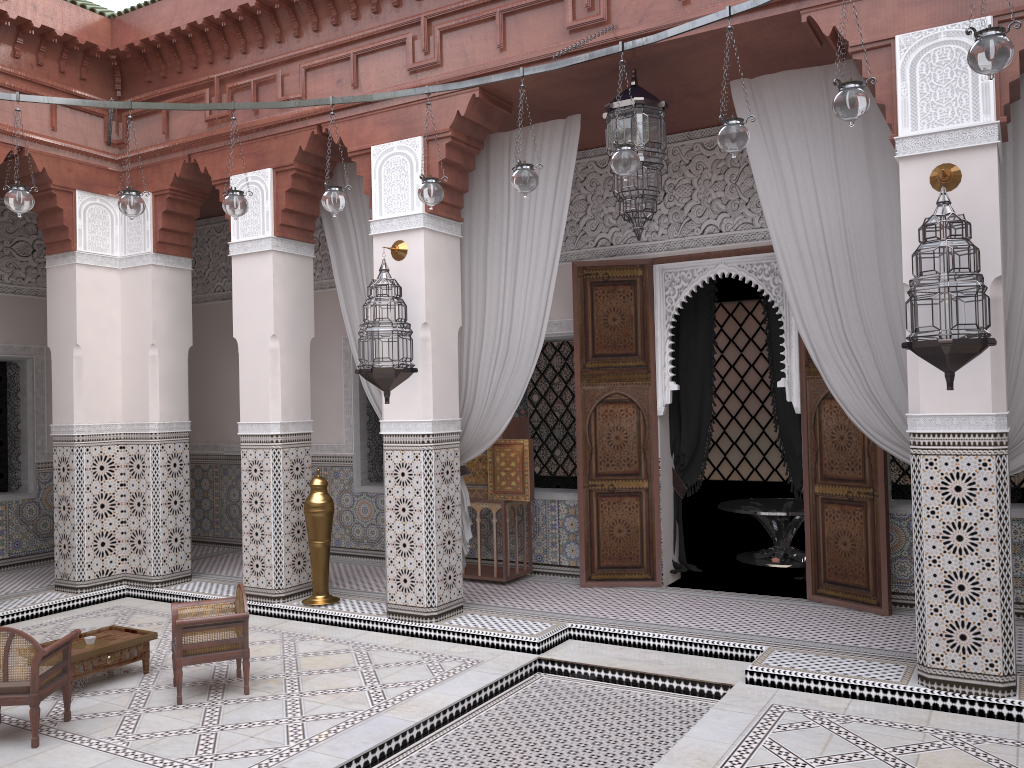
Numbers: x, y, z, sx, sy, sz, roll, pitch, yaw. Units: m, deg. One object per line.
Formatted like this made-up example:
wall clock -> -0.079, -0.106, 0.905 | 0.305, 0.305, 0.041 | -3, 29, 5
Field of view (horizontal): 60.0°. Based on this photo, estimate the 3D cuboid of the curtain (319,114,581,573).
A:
curtain -> -0.281, -0.088, 3.559 | 1.304, 1.761, 0.048 | -2, -1, 30

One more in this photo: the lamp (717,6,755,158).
lamp -> 0.543, -0.737, 2.172 | 0.091, 0.371, 0.090 | -1, -1, 5

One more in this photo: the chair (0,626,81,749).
chair -> -1.324, 0.780, 2.362 | 0.263, 0.313, 0.208 | -1, -1, -4

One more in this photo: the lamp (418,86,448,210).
lamp -> -0.242, -0.708, 2.669 | 0.091, 0.371, 0.090 | -1, -1, -15

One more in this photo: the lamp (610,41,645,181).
lamp -> 0.304, -0.727, 2.373 | 0.091, 0.371, 0.090 | -1, -1, -5

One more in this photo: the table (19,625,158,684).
table -> -1.339, 0.875, 2.816 | 0.229, 0.142, 0.330 | -2, -1, 30

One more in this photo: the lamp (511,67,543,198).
lamp -> 0.037, -0.717, 2.541 | 0.091, 0.371, 0.090 | -1, -1, -25

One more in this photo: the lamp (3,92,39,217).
lamp -> -1.467, -0.679, 2.640 | 0.090, 0.371, 0.091 | -2, -1, 25

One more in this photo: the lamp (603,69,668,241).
lamp -> 0.414, -0.762, 2.951 | 0.221, 0.571, 0.220 | -2, -1, 30

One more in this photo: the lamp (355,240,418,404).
lamp -> -0.460, -0.236, 3.223 | 0.216, 0.618, 0.217 | -2, -1, 30

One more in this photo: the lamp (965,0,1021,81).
lamp -> 0.904, -0.755, 1.670 | 0.091, 0.371, 0.090 | -2, -1, 30

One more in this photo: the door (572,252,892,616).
door -> 0.908, 0.121, 3.680 | 1.244, 1.461, 0.419 | -2, -1, 30

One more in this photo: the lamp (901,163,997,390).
lamp -> 1.125, -0.292, 2.298 | 0.216, 0.618, 0.217 | -2, -1, 30

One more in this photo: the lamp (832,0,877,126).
lamp -> 0.742, -0.746, 1.937 | 0.091, 0.371, 0.090 | -2, -1, 15

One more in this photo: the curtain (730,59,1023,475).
curtain -> 1.315, -0.145, 2.605 | 1.304, 1.761, 0.048 | -2, -1, 30

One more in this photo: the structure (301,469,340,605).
structure -> -0.786, 0.617, 3.625 | 0.156, 0.539, 0.156 | -1, -1, 2

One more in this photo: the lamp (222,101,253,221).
lamp -> -0.862, -0.691, 2.765 | 0.091, 0.371, 0.090 | 0, -2, -45

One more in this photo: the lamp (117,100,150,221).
lamp -> -1.172, -0.685, 2.732 | 0.090, 0.371, 0.091 | -2, -1, 35

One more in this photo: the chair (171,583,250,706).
chair -> -0.921, 0.777, 2.701 | 0.208, 0.313, 0.263 | -1, -1, -24

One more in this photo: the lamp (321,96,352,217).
lamp -> -0.547, -0.699, 2.741 | 0.091, 0.371, 0.090 | -1, -1, -25
